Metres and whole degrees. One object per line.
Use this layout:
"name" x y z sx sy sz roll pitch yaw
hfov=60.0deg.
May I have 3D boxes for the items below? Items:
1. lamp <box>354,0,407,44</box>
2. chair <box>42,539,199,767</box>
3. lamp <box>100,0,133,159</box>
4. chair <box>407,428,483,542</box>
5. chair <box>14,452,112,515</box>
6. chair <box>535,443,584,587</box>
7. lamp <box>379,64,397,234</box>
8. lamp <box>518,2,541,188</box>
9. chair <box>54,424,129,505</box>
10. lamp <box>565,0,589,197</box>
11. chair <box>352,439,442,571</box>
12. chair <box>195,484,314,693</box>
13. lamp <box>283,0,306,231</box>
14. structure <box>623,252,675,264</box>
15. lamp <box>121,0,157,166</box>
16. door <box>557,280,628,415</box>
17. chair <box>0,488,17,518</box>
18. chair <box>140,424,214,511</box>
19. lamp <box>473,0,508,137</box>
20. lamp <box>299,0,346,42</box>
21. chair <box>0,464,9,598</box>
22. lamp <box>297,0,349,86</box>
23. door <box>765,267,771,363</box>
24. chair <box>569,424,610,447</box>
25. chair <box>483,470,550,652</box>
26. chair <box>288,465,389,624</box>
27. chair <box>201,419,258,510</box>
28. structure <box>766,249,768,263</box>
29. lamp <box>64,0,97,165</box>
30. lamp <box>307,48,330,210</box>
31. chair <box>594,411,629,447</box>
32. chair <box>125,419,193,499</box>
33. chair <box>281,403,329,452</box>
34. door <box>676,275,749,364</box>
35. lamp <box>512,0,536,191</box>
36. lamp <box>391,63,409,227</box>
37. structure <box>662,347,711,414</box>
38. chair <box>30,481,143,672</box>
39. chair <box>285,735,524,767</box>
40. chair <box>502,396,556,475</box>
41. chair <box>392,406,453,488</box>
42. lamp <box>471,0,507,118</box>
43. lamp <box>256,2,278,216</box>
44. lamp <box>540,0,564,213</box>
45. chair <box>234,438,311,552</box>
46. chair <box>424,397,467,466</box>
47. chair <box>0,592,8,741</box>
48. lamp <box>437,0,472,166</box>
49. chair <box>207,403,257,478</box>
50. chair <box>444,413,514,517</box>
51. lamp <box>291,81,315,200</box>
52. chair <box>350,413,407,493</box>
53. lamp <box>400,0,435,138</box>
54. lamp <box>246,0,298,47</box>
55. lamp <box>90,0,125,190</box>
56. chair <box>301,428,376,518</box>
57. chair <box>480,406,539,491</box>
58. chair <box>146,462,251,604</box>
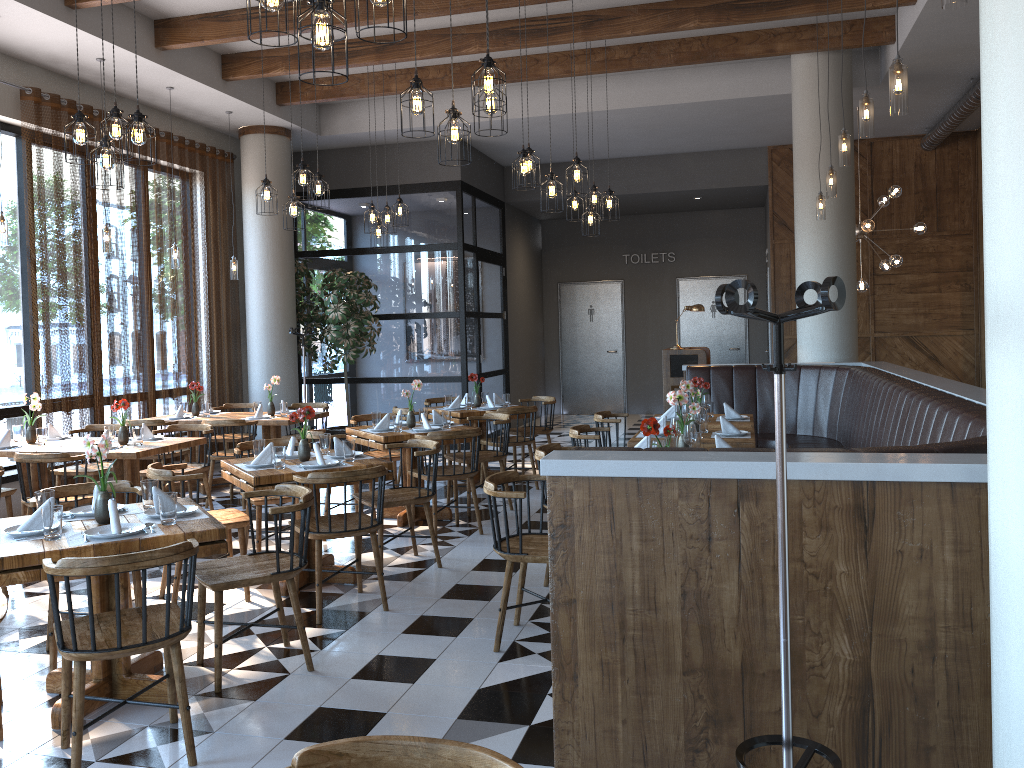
"lamp" -0.484 -2.248 3.072 0.175 2.069 0.175 -2 1 -1
"chair" -1.439 0.985 3.294 0.520 0.816 0.550 -3 2 -30
"lamp" -2.466 -2.438 5.453 0.175 2.069 0.175 -1 1 34
"chair" -0.507 0.745 6.832 0.520 0.816 0.550 -3 2 -30
"chair" -3.123 0.858 6.163 0.519 0.816 0.550 -1 2 15
"chair" 0.428 0.800 5.489 0.549 0.816 0.520 -1 2 15
"lamp" -1.367 -2.659 9.531 0.175 2.069 0.175 -1 1 16
"lamp" 0.113 -2.603 6.995 0.175 2.069 0.175 -2 1 -2
"chair" -3.605 0.781 7.640 0.519 0.816 0.550 -1 2 15
"lamp" 0.485 -2.508 6.917 0.175 2.069 0.175 -2 1 -35
"chair" -0.748 0.807 5.915 0.550 0.816 0.519 -3 2 -30
"chair" -1.207 0.925 4.176 0.550 0.816 0.519 -3 2 -30
"lamp" -1.879 -2.349 7.527 0.175 2.069 0.175 -1 1 9
"structure" 2.407 -2.211 15.581 0.915 0.166 0.035 -1 1 15
"lamp" -2.210 -2.328 5.173 0.175 2.069 0.175 -2 1 1
"door" 1.432 -0.647 15.867 1.206 2.392 0.114 -1 1 15
"chair" -3.938 0.867 6.378 0.519 0.816 0.550 -1 2 15
"chair" -2.790 0.772 7.425 0.519 0.816 0.550 -1 2 15
"lamp" -0.144 -2.408 4.845 0.175 2.069 0.175 -2 1 -26
"lamp" -0.745 -2.357 3.347 0.175 2.069 0.175 -1 1 33
"chair" -3.351 0.916 5.296 0.519 0.816 0.550 -1 2 15
"lamp" -0.696 -2.114 3.123 0.175 2.069 0.175 -1 1 33
"door" 4.033 -0.604 13.957 0.114 2.392 1.208 -1 2 15
"chair" 0.709 0.728 6.554 0.549 0.816 0.520 -1 2 15
"chair" 0.148 0.873 4.423 0.549 0.816 0.520 -1 2 15
"chair" -0.981 0.867 5.034 0.520 0.816 0.550 -3 2 -30
"chair" -2.573 0.716 8.247 0.519 0.816 0.550 -1 2 15
"structure" 3.999 -2.004 13.885 0.025 0.197 0.566 -1 3 15
"lamp" -2.621 -2.368 5.317 0.175 2.069 0.175 -1 1 23
"lamp" -1.669 -2.528 7.521 0.175 2.069 0.175 -2 1 -2
"chair" 0.990 0.655 7.620 0.549 0.816 0.520 -1 2 15
"chair" -3.389 0.725 8.462 0.519 0.816 0.550 -1 2 15
"chair" -2.241 0.630 9.509 0.519 0.816 0.550 -1 2 15
"door" 3.476 -0.671 15.328 1.206 2.392 0.114 -1 1 15
"lamp" 0.067 -2.532 6.794 0.175 2.069 0.175 -2 1 -13
"lamp" -1.215 -2.711 9.390 0.175 2.069 0.175 -1 1 27
"structure" 2.035 0.249 9.858 0.645 1.299 1.047 -1 2 15
"chair" -2.088 0.935 4.409 0.520 0.816 0.550 -3 2 -30
"chair" -0.209 1.068 1.364 0.519 0.816 0.550 -1 2 15
"chair" 0.204 0.559 9.565 0.550 0.816 0.519 -3 2 -30
"chair" -0.907 0.631 8.893 0.550 0.816 0.519 -3 2 -30
"lamp" -0.147 -2.452 4.635 0.175 2.069 0.175 -2 1 -15
"lamp" -2.101 -2.471 7.483 0.175 2.069 0.175 -2 1 -24
"lamp" 0.283 -2.367 6.836 0.175 2.069 0.175 -2 1 -2
"chair" -1.630 0.817 6.148 0.520 0.816 0.550 -3 2 -30
"chair" -0.674 0.571 9.774 0.520 0.816 0.550 -3 2 -30
"chair" -2.321 0.995 3.527 0.550 0.816 0.519 -3 2 -30
"lamp" -0.337 -2.224 4.763 0.175 2.069 0.175 -2 1 -15
"chair" -3.056 0.640 9.724 0.519 0.816 0.550 -1 2 15
"chair" -0.275 0.685 7.713 0.550 0.816 0.519 -3 2 -30
"lamp" -1.757 -2.571 7.331 0.175 2.069 0.175 -1 1 9
"chair" -1.156 0.695 7.946 0.520 0.816 0.550 -3 2 -30
"lamp" -0.522 -2.342 4.634 0.175 2.069 0.175 -1 1 42
"lamp" -0.897 -2.288 3.208 0.175 2.069 0.175 -1 1 22
"lamp" -2.422 -2.194 5.228 0.175 2.069 0.175 -1 1 34
"chair" -1.388 0.755 7.065 0.550 0.816 0.519 -3 2 -30
"chair" -0.025 0.620 8.660 0.520 0.816 0.550 -3 2 -30
"chair" -1.862 0.877 5.267 0.550 0.816 0.519 -3 2 -30
